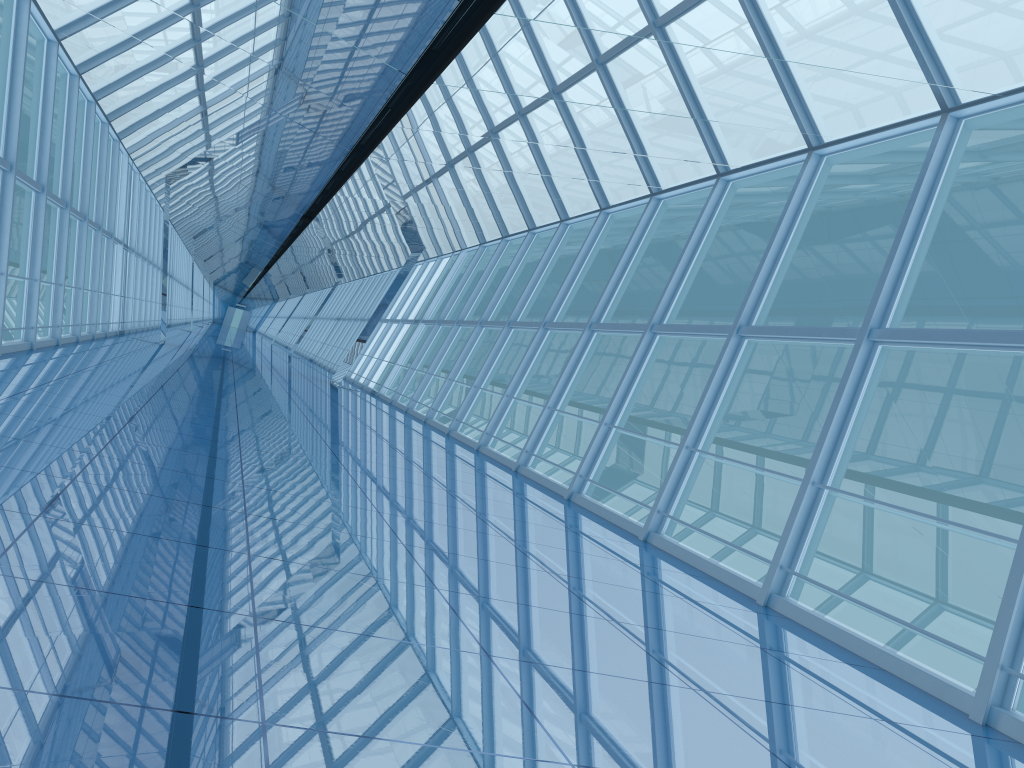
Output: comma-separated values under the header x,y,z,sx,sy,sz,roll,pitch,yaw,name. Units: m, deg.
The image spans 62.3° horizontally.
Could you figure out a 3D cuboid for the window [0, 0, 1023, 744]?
x,y,z,sx,sy,sz,roll,pitch,yaw,name
-15.281,-4.924,49.752,9.690,4.906,108.754,15,-1,-19,window
